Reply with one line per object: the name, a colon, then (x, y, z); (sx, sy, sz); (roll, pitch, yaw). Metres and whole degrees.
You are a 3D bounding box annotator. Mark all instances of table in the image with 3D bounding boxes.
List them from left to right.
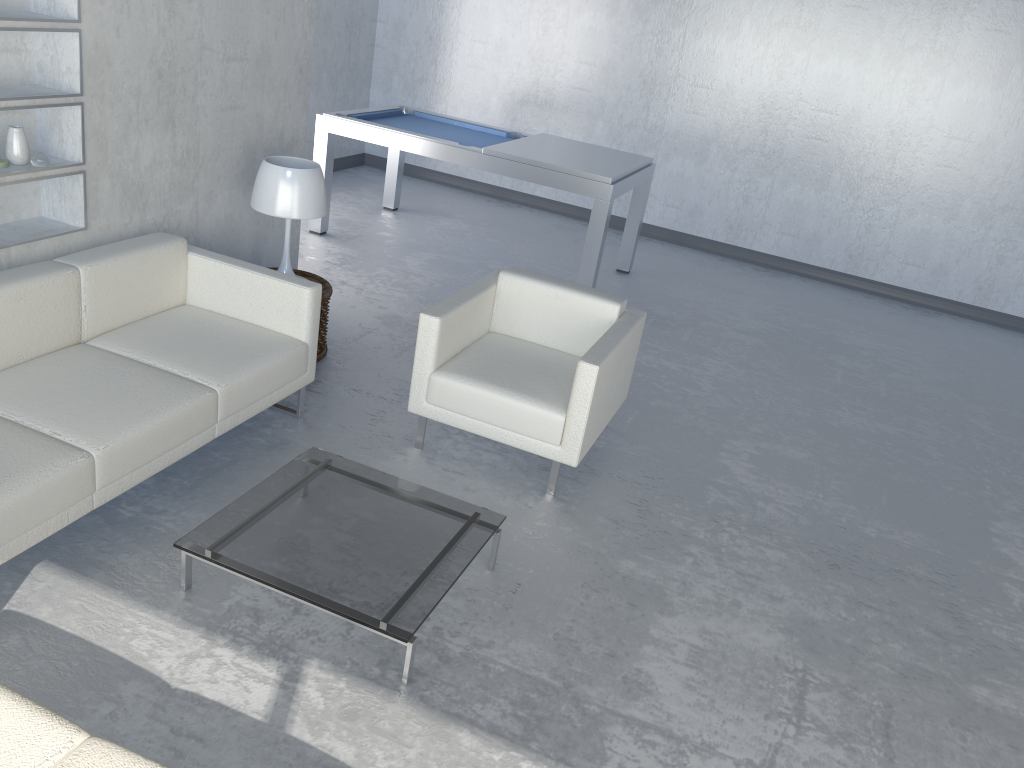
table: (-1.117, -0.328, 4.321); (0.452, 0.358, 0.452); (7, 24, -7)
table: (-0.517, 0.541, 2.836); (0.773, 0.190, 0.730); (17, 25, 16)
table: (-0.198, -1.355, 6.320); (2.095, 0.835, 1.180); (17, 25, 16)

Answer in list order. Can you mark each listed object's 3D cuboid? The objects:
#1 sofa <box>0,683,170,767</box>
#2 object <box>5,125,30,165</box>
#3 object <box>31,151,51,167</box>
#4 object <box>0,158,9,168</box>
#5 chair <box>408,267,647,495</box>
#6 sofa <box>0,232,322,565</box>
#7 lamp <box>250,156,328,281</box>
sofa: (-0.711, 0.924, 1.334); (1.881, 0.658, 0.821); (17, 25, 16)
object: (-1.775, -0.857, 3.182); (0.079, 0.130, 0.079); (17, 25, 14)
object: (-1.714, -0.820, 3.223); (0.064, 0.050, 0.064); (20, 26, 21)
object: (-1.814, -0.814, 3.117); (0.074, 0.094, 0.074); (2, 25, -17)
chair: (0.076, -0.063, 3.832); (0.748, 0.662, 0.821); (17, 25, 16)
sofa: (-1.509, 0.025, 3.002); (0.821, 0.658, 1.881); (17, 25, 16)
lamp: (-1.042, -0.742, 4.133); (0.347, 0.582, 0.347); (4, 25, -13)
